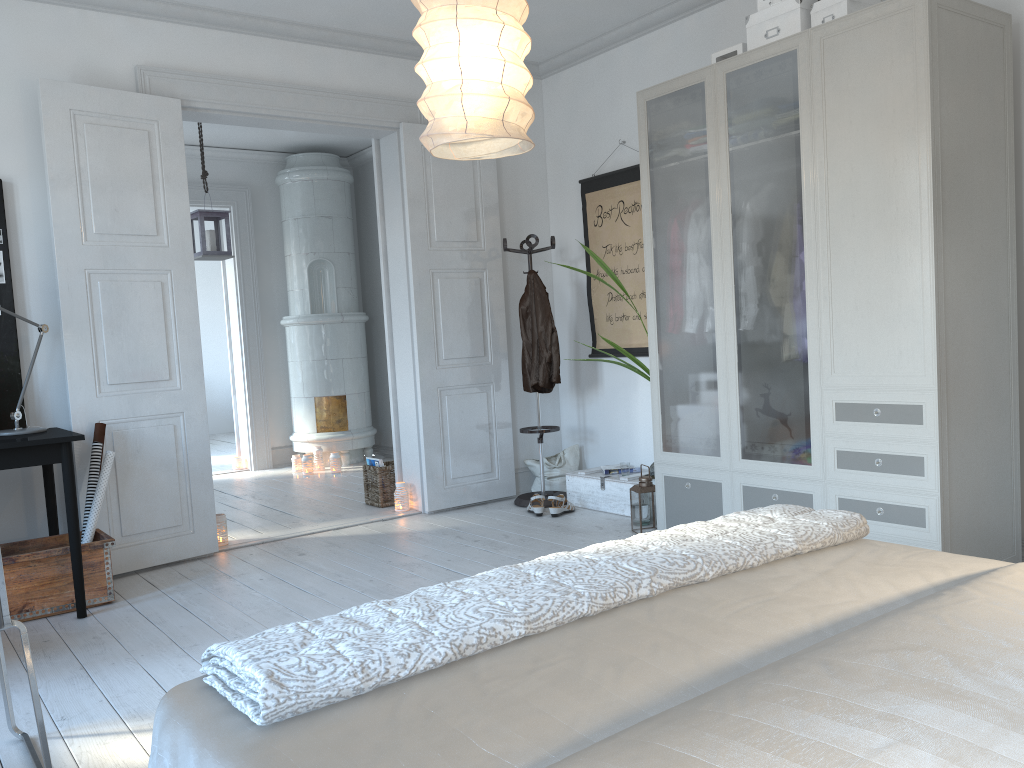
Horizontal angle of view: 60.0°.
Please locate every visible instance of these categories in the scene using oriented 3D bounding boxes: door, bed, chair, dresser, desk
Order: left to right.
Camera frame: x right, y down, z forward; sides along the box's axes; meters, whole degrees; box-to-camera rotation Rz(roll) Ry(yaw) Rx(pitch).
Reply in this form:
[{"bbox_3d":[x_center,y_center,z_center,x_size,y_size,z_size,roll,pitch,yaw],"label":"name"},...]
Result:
[{"bbox_3d":[-1.479,0.633,2.125,0.561,0.798,0.524,-6,5,-36],"label":"chair"},{"bbox_3d":[-2.377,0.629,3.561,1.158,0.760,0.651,-6,4,-36],"label":"desk"},{"bbox_3d":[-2.986,-0.424,7.519,2.596,2.508,0.577,-6,5,-36],"label":"door"},{"bbox_3d":[-1.207,-0.399,5.085,2.596,2.508,0.577,-6,5,-36],"label":"door"},{"bbox_3d":[1.319,-0.330,3.895,0.630,2.165,1.432,-6,5,-36],"label":"dresser"},{"bbox_3d":[0.634,0.436,1.087,1.886,1.048,2.176,-6,4,-36],"label":"bed"}]

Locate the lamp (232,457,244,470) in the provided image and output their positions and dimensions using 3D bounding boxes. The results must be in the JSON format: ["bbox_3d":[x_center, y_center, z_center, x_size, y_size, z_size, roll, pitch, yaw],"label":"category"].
[{"bbox_3d":[-2.460,0.712,7.951,0.093,0.110,0.093,-5,4,-19],"label":"lamp"}]

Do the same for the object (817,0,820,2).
[{"bbox_3d":[1.328,-1.614,3.653,0.212,0.111,0.080,-6,5,-42],"label":"object"}]

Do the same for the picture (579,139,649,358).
[{"bbox_3d":[0.703,-0.821,5.386,0.057,1.315,0.793,-6,5,-36],"label":"picture"}]

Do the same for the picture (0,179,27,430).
[{"bbox_3d":[-2.691,-0.317,3.831,0.952,1.173,0.064,-6,5,-36],"label":"picture"}]

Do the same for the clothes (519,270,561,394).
[{"bbox_3d":[0.165,-0.319,5.457,0.237,0.771,0.211,-4,4,-3],"label":"clothes"}]

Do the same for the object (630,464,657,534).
[{"bbox_3d":[0.697,0.596,4.603,0.131,0.352,0.137,-4,4,-14],"label":"object"}]

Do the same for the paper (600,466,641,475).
[{"bbox_3d":[0.654,0.513,5.338,0.221,0.031,0.175,-4,3,-4],"label":"paper"}]

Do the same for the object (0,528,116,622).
[{"bbox_3d":[-2.075,0.837,3.787,0.664,0.283,0.339,-6,4,-36],"label":"object"}]

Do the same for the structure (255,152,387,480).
[{"bbox_3d":[-1.719,-0.593,7.768,0.800,2.831,1.246,-3,4,9],"label":"structure"}]

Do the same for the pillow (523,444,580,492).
[{"bbox_3d":[0.279,0.567,5.868,0.317,0.314,0.273,-6,4,-35],"label":"pillow"}]

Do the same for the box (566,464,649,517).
[{"bbox_3d":[0.658,0.625,5.283,0.375,0.218,0.641,-6,4,-36],"label":"box"}]

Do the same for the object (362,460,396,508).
[{"bbox_3d":[-0.814,0.658,5.883,0.270,0.265,0.223,-6,5,-36],"label":"object"}]

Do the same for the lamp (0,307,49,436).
[{"bbox_3d":[-2.236,-0.131,3.794,0.230,0.717,0.616,-2,4,25],"label":"lamp"}]

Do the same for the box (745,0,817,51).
[{"bbox_3d":[1.212,-1.505,3.822,0.285,0.199,0.281,-6,4,-36],"label":"box"}]

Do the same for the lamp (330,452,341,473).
[{"bbox_3d":[-1.485,0.661,7.457,0.089,0.166,0.089,-6,5,-37],"label":"lamp"}]

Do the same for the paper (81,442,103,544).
[{"bbox_3d":[-1.914,0.606,4.010,0.043,0.670,0.266,-3,4,9],"label":"paper"}]

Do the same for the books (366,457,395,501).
[{"bbox_3d":[-0.827,0.626,5.874,0.201,0.300,0.179,-6,5,-36],"label":"books"}]

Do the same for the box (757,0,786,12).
[{"bbox_3d":[1.196,-1.657,3.838,0.180,0.108,0.225,0,5,44],"label":"box"}]

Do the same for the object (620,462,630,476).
[{"bbox_3d":[0.659,0.498,5.150,0.060,0.082,0.060,-2,4,19],"label":"object"}]

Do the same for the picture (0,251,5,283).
[{"bbox_3d":[-2.373,-0.533,4.019,0.121,0.153,0.002,-6,5,-36],"label":"picture"}]

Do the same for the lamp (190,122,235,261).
[{"bbox_3d":[-2.118,-1.740,6.046,0.228,1.764,0.228,-7,5,-39],"label":"lamp"}]

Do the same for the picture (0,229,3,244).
[{"bbox_3d":[-2.367,-0.672,4.021,0.095,0.071,0.001,-6,5,-36],"label":"picture"}]

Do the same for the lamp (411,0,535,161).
[{"bbox_3d":[-0.132,-1.281,2.504,0.338,1.233,0.340,-4,4,-5],"label":"lamp"}]

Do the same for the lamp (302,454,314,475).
[{"bbox_3d":[-1.714,0.676,7.431,0.089,0.166,0.089,-6,5,-34],"label":"lamp"}]

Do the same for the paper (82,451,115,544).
[{"bbox_3d":[-1.877,0.623,3.963,0.041,0.627,0.283,-1,5,32],"label":"paper"}]

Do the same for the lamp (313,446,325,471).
[{"bbox_3d":[-1.666,0.640,7.629,0.098,0.210,0.098,-6,5,-31],"label":"lamp"}]

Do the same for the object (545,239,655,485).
[{"bbox_3d":[0.721,-0.022,4.774,1.043,1.556,0.288,-4,4,-6],"label":"object"}]

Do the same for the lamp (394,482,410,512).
[{"bbox_3d":[-0.689,0.703,5.524,0.093,0.180,0.092,0,5,37],"label":"lamp"}]

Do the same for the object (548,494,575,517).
[{"bbox_3d":[0.298,0.698,5.215,0.099,0.126,0.272,-2,4,27],"label":"object"}]

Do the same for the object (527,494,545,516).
[{"bbox_3d":[0.141,0.704,5.276,0.099,0.126,0.272,-4,3,-4],"label":"object"}]

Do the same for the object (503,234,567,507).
[{"bbox_3d":[0.152,-0.082,5.540,0.374,1.660,0.374,-6,5,-28],"label":"object"}]

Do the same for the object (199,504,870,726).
[{"bbox_3d":[0.141,0.391,1.770,1.459,0.104,0.405,-6,4,-36],"label":"object"}]

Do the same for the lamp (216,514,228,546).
[{"bbox_3d":[-1.602,0.798,4.846,0.089,0.166,0.089,-7,5,-43],"label":"lamp"}]

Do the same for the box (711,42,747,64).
[{"bbox_3d":[1.053,-1.461,4.047,0.222,0.108,0.180,-6,4,-36],"label":"box"}]

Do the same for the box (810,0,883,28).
[{"bbox_3d":[1.365,-1.483,3.616,0.227,0.158,0.182,-5,4,-31],"label":"box"}]

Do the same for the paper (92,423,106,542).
[{"bbox_3d":[-1.936,0.561,4.079,0.048,0.748,0.297,-3,4,9],"label":"paper"}]

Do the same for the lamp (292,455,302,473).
[{"bbox_3d":[-1.849,0.684,7.619,0.084,0.146,0.084,-6,5,-31],"label":"lamp"}]
